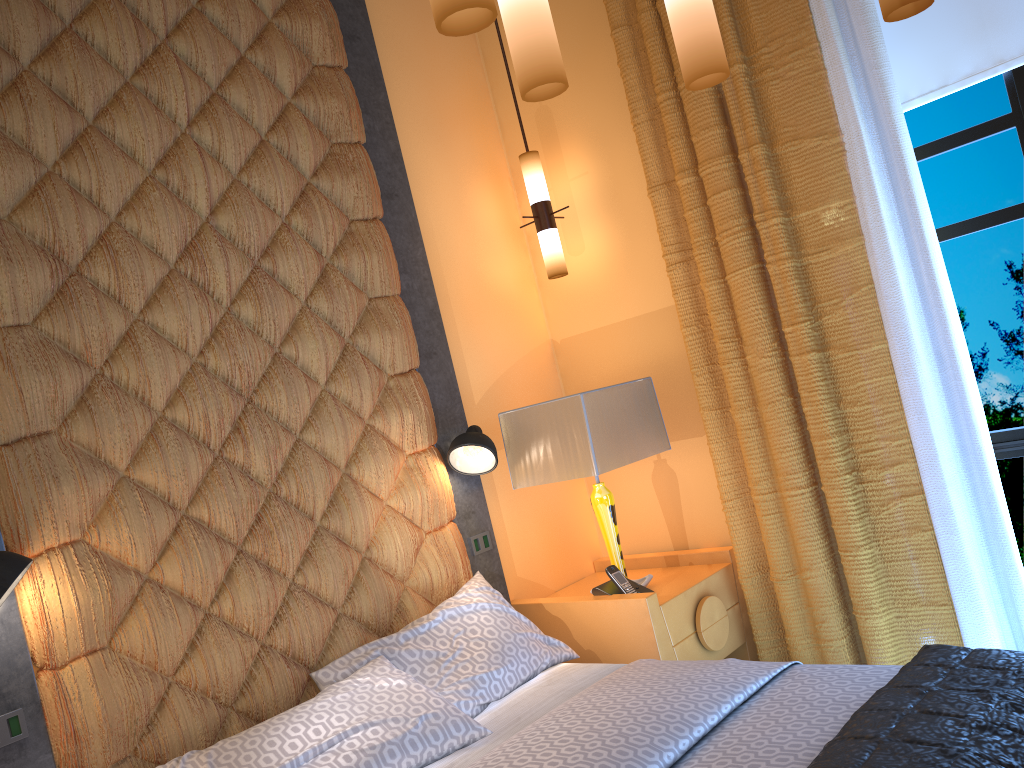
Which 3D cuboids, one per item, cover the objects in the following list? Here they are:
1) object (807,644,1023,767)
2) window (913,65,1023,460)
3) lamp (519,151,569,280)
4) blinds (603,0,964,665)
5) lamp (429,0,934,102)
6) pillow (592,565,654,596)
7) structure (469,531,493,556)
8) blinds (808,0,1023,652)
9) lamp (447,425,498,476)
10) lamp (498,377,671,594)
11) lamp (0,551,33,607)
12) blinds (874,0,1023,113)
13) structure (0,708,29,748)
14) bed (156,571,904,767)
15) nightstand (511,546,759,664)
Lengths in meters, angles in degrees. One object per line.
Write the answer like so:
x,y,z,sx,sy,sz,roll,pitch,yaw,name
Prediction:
0.702,0.755,1.597,0.406,0.104,1.457,-15,-3,42,object
1.823,-0.433,2.887,1.203,2.999,0.130,-15,-1,42,window
0.132,-0.709,3.730,0.199,0.532,0.199,-14,-1,-3,lamp
1.414,-0.926,2.606,2.457,4.145,0.134,-15,-1,42,blinds
0.147,-1.663,1.259,1.139,2.168,1.143,-13,-1,-26,lamp
1.007,0.687,2.140,1.146,0.407,2.631,-13,-2,-7,pillow
-0.122,0.615,3.423,0.016,0.071,0.103,-14,-2,42,structure
1.446,-0.907,2.693,2.056,4.074,0.236,-15,-1,39,blinds
0.033,0.223,3.348,0.568,0.218,0.231,-14,-1,0,lamp
0.340,0.430,3.435,0.425,0.802,0.504,-15,-1,42,lamp
-1.242,0.477,2.093,0.213,0.190,0.186,-13,-1,-20,lamp
1.564,-1.464,2.894,1.203,0.873,0.013,-15,-2,42,blinds
-1.238,0.842,2.153,0.016,0.071,0.103,-14,-2,42,structure
0.149,1.017,2.141,2.112,0.824,1.884,-15,-2,42,bed
0.527,1.094,3.527,0.722,0.690,0.678,-15,-2,42,nightstand
